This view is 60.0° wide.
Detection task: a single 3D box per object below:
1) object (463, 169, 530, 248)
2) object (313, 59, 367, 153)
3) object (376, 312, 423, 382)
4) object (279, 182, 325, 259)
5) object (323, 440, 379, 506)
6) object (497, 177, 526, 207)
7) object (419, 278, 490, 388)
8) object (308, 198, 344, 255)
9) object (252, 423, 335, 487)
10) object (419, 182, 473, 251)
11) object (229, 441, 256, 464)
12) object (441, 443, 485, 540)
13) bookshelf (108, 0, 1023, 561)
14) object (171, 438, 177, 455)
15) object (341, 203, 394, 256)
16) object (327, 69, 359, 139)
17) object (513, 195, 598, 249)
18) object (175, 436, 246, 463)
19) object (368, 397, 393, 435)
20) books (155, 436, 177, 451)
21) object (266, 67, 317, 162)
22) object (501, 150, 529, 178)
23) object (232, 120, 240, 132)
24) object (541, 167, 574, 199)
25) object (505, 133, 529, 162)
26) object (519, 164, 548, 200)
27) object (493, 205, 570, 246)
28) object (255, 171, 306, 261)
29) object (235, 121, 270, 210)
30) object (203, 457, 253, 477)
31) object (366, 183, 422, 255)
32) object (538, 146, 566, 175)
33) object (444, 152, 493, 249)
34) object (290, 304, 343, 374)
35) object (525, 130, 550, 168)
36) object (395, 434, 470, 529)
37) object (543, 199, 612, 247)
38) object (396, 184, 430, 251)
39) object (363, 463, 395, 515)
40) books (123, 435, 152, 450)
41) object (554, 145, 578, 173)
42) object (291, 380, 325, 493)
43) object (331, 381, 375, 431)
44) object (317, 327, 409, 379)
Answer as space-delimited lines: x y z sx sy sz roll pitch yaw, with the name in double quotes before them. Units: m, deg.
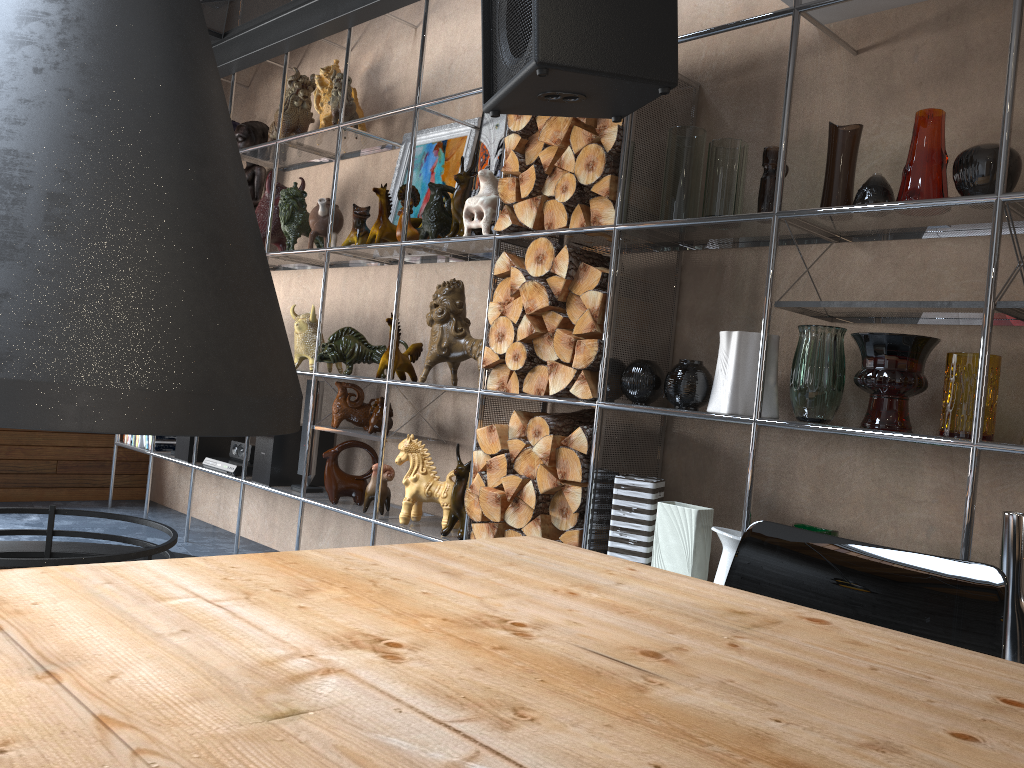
"object" -0.038 -0.683 3.442 0.151 0.280 0.314 5 -1 44
"object" -0.858 -1.423 4.476 0.215 0.458 0.328 6 -1 -39
"object" -0.469 -0.156 3.849 0.097 0.290 0.290 6 0 26
"object" -1.039 -0.815 4.410 0.255 0.356 0.167 6 0 -25
"object" -0.735 0.398 3.998 0.249 0.290 0.114 6 0 -19
"object" 0.093 -0.683 3.299 0.110 0.109 0.321 5 0 45
"object" -0.174 -0.207 3.549 0.405 0.451 0.210 5 -1 38
"object" -0.889 -0.757 4.235 0.164 0.266 0.237 6 0 -28
"object" -1.098 0.354 4.463 0.343 0.303 0.175 6 -1 -44
"object" -0.254 -0.690 3.683 0.253 0.249 0.126 6 -1 -39
"object" -1.424 0.366 4.755 0.080 0.101 0.223 6 0 -44
"object" -0.165 0.413 3.425 0.116 0.358 0.198 5 -1 38
"bookshelf" 1.611 -1.938 1.980 0.421 6.219 10.739 6 -1 -44
"object" -1.913 0.158 5.241 0.112 0.533 0.112 6 -1 -44
"object" -0.628 -0.701 4.080 0.272 0.207 0.137 6 0 -41
"object" -0.783 -1.323 4.193 0.131 0.280 0.208 6 0 28
"object" 0.177 -0.583 3.241 0.362 0.131 0.154 6 0 -45
"object" -1.727 0.294 5.109 0.343 0.303 0.175 6 -1 -44
"object" -0.568 0.137 3.862 0.105 0.168 0.210 6 0 -4
"books" -2.115 0.317 5.414 0.138 0.185 0.081 6 -1 -44
"object" -1.199 -1.448 4.770 0.328 0.442 0.207 5 -1 39
"object" 0.115 -0.775 3.291 0.331 0.110 0.107 6 0 -42
"object" -1.765 -1.151 5.283 0.244 0.879 0.244 6 0 -16
"object" 0.257 -0.685 3.156 0.288 0.118 0.147 6 0 -40
"object" 0.117 -0.842 3.285 0.308 0.120 0.097 6 0 -40
"object" 0.175 -0.710 3.219 0.329 0.135 0.095 6 0 -41
"object" 0.091 -0.588 3.294 0.330 0.105 0.107 6 0 -42
"object" -1.308 -0.883 4.711 0.219 0.441 0.462 6 -1 -44
"object" -1.565 -1.110 5.106 0.305 0.840 0.237 6 -1 -42
"object" -1.428 0.446 4.758 0.325 0.058 0.360 6 0 -44
"object" -0.511 -0.730 3.951 0.097 0.290 0.290 5 -1 44
"object" 0.247 -0.764 3.177 0.330 0.098 0.107 6 0 -40
"object" -0.158 -0.734 3.555 0.198 0.358 0.116 6 -1 -37
"object" -0.928 -0.213 4.250 0.154 0.310 0.325 5 0 31
"object" 0.185 -0.826 3.244 0.290 0.153 0.112 6 0 -41
"object" -0.301 0.398 3.591 0.375 0.363 0.170 6 0 11
"object" 0.254 -0.571 3.140 0.299 0.114 0.135 6 0 -42
"object" -0.410 -0.715 3.816 0.227 0.270 0.123 6 -1 -44
"object" -0.574 0.445 3.826 0.119 0.220 0.212 6 0 -10
"books" -2.270 0.290 5.553 0.139 0.208 0.461 6 -1 -45
"object" 0.291 -0.747 3.108 0.101 0.110 0.331 5 0 44
"object" -0.958 0.249 4.261 0.112 0.533 0.112 6 -1 -44
"object" -0.707 0.103 4.038 0.217 0.214 0.108 6 0 -19
"object" -0.670 -0.142 4.018 0.403 0.221 0.192 6 0 -8
